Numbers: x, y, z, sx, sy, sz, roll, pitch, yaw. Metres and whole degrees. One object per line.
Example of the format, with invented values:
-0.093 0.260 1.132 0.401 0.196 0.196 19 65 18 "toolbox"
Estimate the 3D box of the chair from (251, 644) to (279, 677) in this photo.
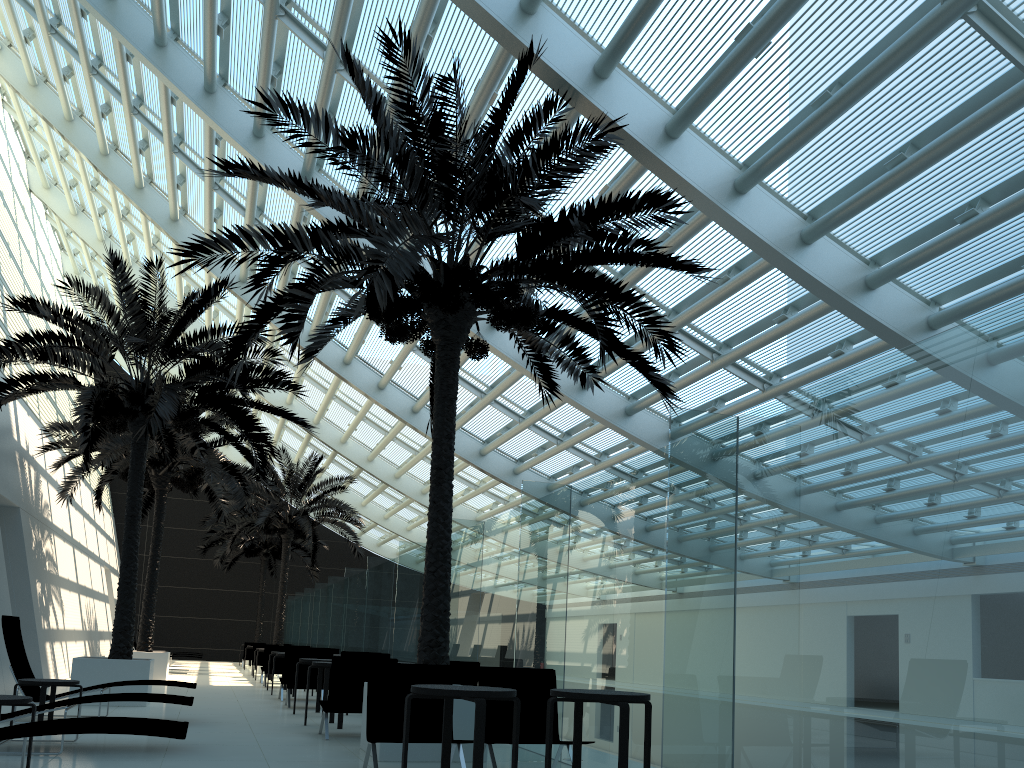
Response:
-6.821 7.660 24.184 0.720 0.857 0.914 6 -13 -18 "chair"

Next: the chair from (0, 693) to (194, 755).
-3.852 2.602 7.625 2.050 1.117 0.949 8 -12 -19 "chair"

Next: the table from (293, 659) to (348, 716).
-2.680 4.285 12.318 0.681 0.754 0.702 -1 -12 19 "table"

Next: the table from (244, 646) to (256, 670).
-8.284 8.914 28.329 0.681 0.754 0.702 -1 -12 19 "table"

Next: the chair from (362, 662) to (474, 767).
-0.710 2.611 6.724 0.720 0.857 0.914 6 -13 -18 "chair"

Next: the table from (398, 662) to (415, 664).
-1.765 4.421 12.630 0.681 0.754 0.702 -1 -12 19 "table"

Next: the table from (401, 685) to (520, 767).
-0.329 2.343 5.602 0.683 0.754 0.700 -4 -13 28 "table"

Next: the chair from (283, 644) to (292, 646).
-7.827 9.349 29.871 0.720 0.857 0.914 6 -13 -18 "chair"

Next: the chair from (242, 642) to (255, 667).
-9.256 9.684 31.183 0.720 0.857 0.914 6 -13 -18 "chair"

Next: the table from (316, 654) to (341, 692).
-3.634 5.966 17.970 0.681 0.754 0.702 -1 -12 19 "table"

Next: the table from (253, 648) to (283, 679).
-6.407 7.364 22.966 0.681 0.754 0.702 -1 -12 19 "table"

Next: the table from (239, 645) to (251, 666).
-9.677 10.056 32.280 0.683 0.754 0.700 -4 -13 28 "table"

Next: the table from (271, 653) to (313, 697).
-4.072 5.426 16.268 0.682 0.754 0.701 -2 -13 24 "table"

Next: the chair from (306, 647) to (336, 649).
-4.641 6.730 20.812 0.720 0.857 0.914 6 -13 -18 "chair"

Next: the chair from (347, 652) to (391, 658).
-2.219 4.716 13.848 0.720 0.857 0.914 6 -13 -18 "chair"

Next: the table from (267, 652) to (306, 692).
-4.549 5.829 17.658 0.681 0.754 0.702 -1 -12 19 "table"

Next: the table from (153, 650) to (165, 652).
-11.128 8.562 27.177 0.556 0.499 0.572 -3 -14 23 "table"

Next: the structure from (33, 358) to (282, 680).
-7.716 2.935 18.644 4.292 6.657 4.788 0 -11 15 "structure"

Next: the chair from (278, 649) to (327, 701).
-3.651 5.054 15.171 0.720 0.857 0.914 6 -13 -18 "chair"

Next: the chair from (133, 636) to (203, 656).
-10.260 7.895 25.929 2.050 1.117 0.949 8 -12 -19 "chair"

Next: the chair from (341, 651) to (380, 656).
-2.771 5.186 15.471 0.720 0.857 0.914 6 -13 -18 "chair"

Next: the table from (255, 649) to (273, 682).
-5.941 6.971 21.609 0.682 0.754 0.701 -2 -13 24 "table"

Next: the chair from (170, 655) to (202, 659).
-9.407 7.191 23.494 2.050 1.117 0.949 8 -12 -19 "chair"

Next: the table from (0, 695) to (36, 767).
-3.843 2.543 6.363 0.556 0.499 0.572 -3 -14 23 "table"

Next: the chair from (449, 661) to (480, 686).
-0.852 3.600 9.988 0.720 0.857 0.914 6 -13 -18 "chair"

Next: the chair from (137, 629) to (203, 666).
-11.138 8.620 28.439 2.050 1.117 0.949 8 -12 -19 "chair"

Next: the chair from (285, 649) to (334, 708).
-3.098 4.584 13.548 0.720 0.857 0.914 6 -13 -18 "chair"

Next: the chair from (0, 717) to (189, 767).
-3.000 1.898 5.191 2.050 1.117 0.949 8 -12 -19 "chair"

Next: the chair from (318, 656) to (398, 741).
-1.732 3.469 9.687 0.720 0.857 0.914 6 -13 -18 "chair"

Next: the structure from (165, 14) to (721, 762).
-0.657 0.143 8.642 4.823 6.780 4.595 3 -10 0 "structure"

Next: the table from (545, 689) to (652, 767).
0.586 2.479 5.914 0.683 0.754 0.700 -4 -13 28 "table"

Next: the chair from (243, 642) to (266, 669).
-8.707 9.218 29.571 0.720 0.857 0.914 6 -13 -18 "chair"

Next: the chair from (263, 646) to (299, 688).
-4.972 6.132 18.901 0.720 0.857 0.914 6 -13 -18 "chair"

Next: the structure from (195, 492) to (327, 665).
-9.677 7.614 34.476 4.534 6.779 4.891 11 -13 -39 "structure"

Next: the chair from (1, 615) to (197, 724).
-4.705 3.306 10.060 2.050 1.117 0.949 8 -12 -19 "chair"

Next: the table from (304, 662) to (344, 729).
-2.152 3.841 10.784 0.682 0.754 0.701 -2 -13 24 "table"

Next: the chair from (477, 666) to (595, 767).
0.170 2.743 7.025 0.720 0.857 0.914 6 -13 -18 "chair"

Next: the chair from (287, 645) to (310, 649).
-5.942 7.792 24.485 0.720 0.857 0.914 6 -13 -18 "chair"

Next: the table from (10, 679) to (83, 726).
-4.695 3.247 8.797 0.556 0.499 0.572 -3 -14 23 "table"

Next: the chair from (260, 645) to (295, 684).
-5.520 6.599 20.512 0.720 0.857 0.914 6 -13 -18 "chair"

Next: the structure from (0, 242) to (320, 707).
-5.535 1.351 13.027 4.723 6.599 4.350 11 -13 -39 "structure"

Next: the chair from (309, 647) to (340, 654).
-4.092 6.264 19.201 0.720 0.857 0.914 6 -13 -18 "chair"

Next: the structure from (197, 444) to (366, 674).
-7.004 5.381 26.759 4.866 6.780 4.555 8 -11 -25 "structure"
